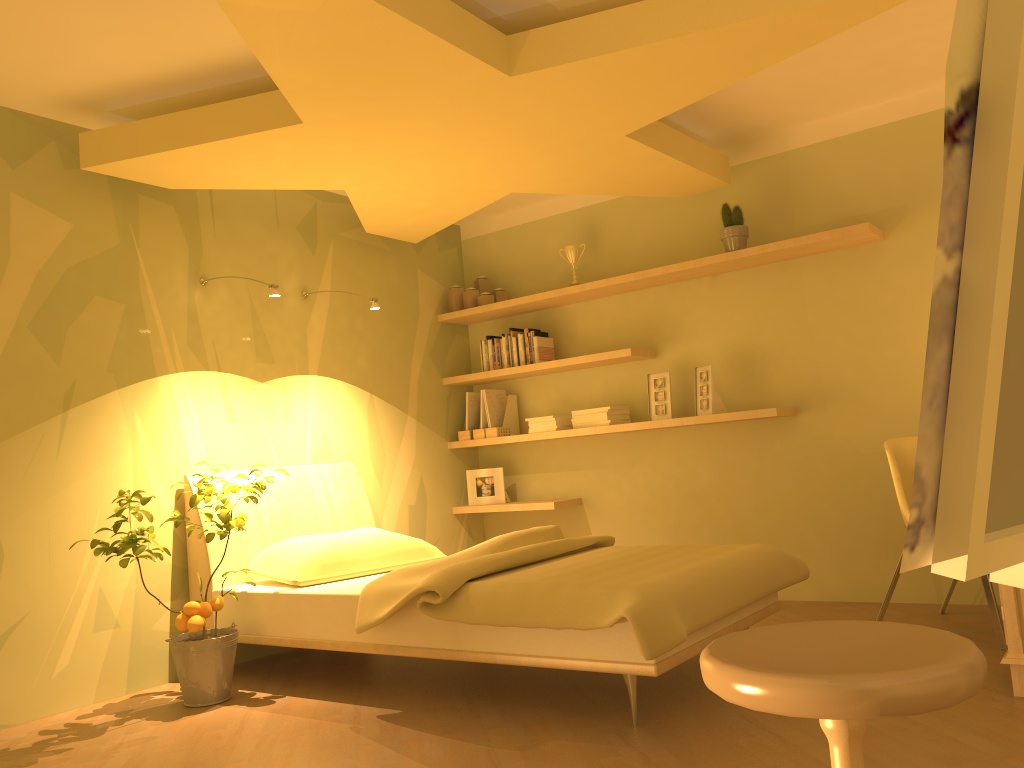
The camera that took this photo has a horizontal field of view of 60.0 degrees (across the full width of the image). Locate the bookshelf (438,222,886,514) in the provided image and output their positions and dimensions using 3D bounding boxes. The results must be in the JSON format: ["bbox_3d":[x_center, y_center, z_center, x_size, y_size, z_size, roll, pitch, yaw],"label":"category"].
[{"bbox_3d":[0.721,0.032,4.880,2.605,1.240,0.300,-8,-6,36],"label":"bookshelf"}]

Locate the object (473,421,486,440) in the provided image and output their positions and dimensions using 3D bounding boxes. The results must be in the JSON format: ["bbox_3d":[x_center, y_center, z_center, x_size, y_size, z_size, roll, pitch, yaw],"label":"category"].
[{"bbox_3d":[-0.141,0.210,5.495,0.087,0.259,0.236,-8,-6,35],"label":"object"}]

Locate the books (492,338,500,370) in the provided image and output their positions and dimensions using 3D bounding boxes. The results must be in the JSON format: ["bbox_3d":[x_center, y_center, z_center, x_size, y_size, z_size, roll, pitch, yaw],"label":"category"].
[{"bbox_3d":[-0.063,-0.175,5.450,0.032,0.203,0.157,-8,-6,36],"label":"books"}]

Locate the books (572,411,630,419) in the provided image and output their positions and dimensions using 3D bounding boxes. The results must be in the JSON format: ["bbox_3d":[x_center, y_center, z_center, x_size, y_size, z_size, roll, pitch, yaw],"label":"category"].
[{"bbox_3d":[0.503,0.177,5.024,0.190,0.015,0.270,0,-7,-41],"label":"books"}]

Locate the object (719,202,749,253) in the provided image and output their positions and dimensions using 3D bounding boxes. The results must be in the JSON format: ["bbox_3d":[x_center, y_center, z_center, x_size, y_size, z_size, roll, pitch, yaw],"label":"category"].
[{"bbox_3d":[1.140,-0.805,4.563,0.145,0.294,0.145,-6,-5,17],"label":"object"}]

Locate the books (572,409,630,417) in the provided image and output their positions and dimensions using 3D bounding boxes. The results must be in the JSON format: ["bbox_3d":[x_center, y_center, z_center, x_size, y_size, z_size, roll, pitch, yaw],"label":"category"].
[{"bbox_3d":[0.505,0.164,5.047,0.190,0.015,0.270,0,-7,-44],"label":"books"}]

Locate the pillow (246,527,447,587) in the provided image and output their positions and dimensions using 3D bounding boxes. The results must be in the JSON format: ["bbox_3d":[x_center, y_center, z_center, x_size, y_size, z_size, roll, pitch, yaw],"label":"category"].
[{"bbox_3d":[-0.743,0.780,4.037,0.801,0.213,0.482,0,-7,-44],"label":"pillow"}]

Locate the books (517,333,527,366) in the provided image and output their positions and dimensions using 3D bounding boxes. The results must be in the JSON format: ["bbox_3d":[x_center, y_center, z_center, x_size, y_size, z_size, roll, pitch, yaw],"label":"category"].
[{"bbox_3d":[0.096,-0.199,5.336,0.040,0.203,0.157,-8,-6,36],"label":"books"}]

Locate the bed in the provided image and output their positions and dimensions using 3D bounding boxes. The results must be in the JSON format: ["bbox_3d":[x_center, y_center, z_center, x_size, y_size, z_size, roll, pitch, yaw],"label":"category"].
[{"bbox_3d":[-0.188,0.712,3.624,2.378,0.894,1.286,-8,-6,35],"label":"bed"}]

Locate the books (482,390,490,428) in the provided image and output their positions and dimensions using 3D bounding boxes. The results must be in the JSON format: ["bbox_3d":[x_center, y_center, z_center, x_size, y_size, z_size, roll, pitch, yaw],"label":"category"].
[{"bbox_3d":[-0.091,0.182,5.454,0.036,0.296,0.210,-8,-6,36],"label":"books"}]

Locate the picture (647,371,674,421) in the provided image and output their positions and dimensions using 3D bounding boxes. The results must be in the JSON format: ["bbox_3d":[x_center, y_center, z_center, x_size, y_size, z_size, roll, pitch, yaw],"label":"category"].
[{"bbox_3d":[0.837,0.070,4.860,0.134,0.264,0.171,-8,-6,35],"label":"picture"}]

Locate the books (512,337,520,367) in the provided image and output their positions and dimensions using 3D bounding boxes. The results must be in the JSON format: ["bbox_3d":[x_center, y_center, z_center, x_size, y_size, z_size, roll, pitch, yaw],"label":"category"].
[{"bbox_3d":[0.063,-0.185,5.349,0.032,0.184,0.173,-8,-6,36],"label":"books"}]

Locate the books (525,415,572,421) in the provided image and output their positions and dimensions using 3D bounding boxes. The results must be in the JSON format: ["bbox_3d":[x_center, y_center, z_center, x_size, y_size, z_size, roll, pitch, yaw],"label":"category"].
[{"bbox_3d":[0.230,0.202,5.223,0.190,0.015,0.270,-8,-6,33],"label":"books"}]

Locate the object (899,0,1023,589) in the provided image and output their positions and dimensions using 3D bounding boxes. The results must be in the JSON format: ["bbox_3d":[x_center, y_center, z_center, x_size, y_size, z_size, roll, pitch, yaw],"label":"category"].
[{"bbox_3d":[0.876,-0.076,0.735,1.132,1.896,0.972,-6,-5,18],"label":"object"}]

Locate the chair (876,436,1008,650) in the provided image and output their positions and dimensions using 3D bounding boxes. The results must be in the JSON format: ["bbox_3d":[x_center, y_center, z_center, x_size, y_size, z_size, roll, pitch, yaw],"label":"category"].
[{"bbox_3d":[1.807,0.595,3.586,0.531,0.785,0.546,-1,-6,-34],"label":"chair"}]

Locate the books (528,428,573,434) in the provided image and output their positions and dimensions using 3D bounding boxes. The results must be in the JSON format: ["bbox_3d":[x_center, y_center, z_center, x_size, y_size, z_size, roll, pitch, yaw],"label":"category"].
[{"bbox_3d":[0.250,0.275,5.218,0.190,0.015,0.270,-8,-6,35],"label":"books"}]

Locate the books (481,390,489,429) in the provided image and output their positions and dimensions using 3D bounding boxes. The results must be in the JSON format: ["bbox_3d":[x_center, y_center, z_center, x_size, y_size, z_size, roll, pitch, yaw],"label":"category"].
[{"bbox_3d":[-0.126,0.187,5.482,0.048,0.297,0.214,-8,-6,35],"label":"books"}]

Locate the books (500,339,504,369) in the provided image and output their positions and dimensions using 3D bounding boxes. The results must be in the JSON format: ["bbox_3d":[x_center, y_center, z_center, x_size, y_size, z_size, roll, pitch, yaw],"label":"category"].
[{"bbox_3d":[-0.017,-0.176,5.423,0.032,0.193,0.146,-8,-6,36],"label":"books"}]

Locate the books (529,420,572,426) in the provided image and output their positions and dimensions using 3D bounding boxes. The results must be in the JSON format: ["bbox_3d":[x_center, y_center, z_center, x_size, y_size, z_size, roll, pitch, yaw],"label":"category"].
[{"bbox_3d":[0.251,0.230,5.216,0.190,0.015,0.270,-8,-6,35],"label":"books"}]

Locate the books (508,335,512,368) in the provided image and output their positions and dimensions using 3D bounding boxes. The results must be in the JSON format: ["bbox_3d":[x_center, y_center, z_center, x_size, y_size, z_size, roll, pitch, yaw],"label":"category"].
[{"bbox_3d":[0.030,-0.189,5.384,0.017,0.203,0.155,-8,-6,36],"label":"books"}]

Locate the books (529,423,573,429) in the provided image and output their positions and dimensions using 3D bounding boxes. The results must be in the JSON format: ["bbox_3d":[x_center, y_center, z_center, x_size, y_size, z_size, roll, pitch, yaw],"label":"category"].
[{"bbox_3d":[0.257,0.245,5.219,0.190,0.015,0.270,-9,-6,36],"label":"books"}]

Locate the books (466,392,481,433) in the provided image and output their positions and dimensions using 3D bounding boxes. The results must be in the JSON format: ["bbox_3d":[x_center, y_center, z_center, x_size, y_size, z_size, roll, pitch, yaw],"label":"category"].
[{"bbox_3d":[-0.227,0.202,5.556,0.048,0.297,0.214,-8,-6,30],"label":"books"}]

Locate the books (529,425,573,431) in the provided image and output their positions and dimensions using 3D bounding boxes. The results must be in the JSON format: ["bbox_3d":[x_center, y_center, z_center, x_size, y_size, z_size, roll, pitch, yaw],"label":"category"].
[{"bbox_3d":[0.249,0.261,5.219,0.190,0.015,0.270,-8,-6,32],"label":"books"}]

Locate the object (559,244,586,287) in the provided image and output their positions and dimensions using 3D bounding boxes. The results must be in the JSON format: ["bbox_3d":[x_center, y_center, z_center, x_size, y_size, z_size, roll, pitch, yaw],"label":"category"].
[{"bbox_3d":[0.363,-0.672,5.175,0.160,0.268,0.095,-5,-5,6],"label":"object"}]

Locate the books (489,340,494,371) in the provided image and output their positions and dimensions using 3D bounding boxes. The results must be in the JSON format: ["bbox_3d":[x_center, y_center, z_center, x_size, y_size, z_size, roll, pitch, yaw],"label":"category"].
[{"bbox_3d":[-0.085,-0.169,5.466,0.022,0.198,0.157,-8,-6,36],"label":"books"}]

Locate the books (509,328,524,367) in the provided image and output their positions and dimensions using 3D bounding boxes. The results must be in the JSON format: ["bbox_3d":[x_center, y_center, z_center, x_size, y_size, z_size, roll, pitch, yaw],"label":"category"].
[{"bbox_3d":[0.043,-0.213,5.374,0.021,0.247,0.157,-8,-6,36],"label":"books"}]

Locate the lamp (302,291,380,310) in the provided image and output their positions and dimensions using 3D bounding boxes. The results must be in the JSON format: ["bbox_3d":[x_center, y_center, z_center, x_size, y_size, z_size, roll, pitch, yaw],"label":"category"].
[{"bbox_3d":[-0.879,-0.433,4.540,0.533,0.178,0.050,-8,-6,36],"label":"lamp"}]

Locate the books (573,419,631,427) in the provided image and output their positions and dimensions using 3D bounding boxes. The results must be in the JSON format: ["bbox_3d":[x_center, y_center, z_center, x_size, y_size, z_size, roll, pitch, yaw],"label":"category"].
[{"bbox_3d":[0.508,0.222,5.028,0.270,0.015,0.190,-10,-7,43],"label":"books"}]

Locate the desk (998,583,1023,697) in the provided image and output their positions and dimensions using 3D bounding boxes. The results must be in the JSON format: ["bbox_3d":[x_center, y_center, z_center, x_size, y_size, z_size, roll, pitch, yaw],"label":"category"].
[{"bbox_3d":[2.117,0.555,3.048,0.684,0.720,1.396,-8,-6,36],"label":"desk"}]

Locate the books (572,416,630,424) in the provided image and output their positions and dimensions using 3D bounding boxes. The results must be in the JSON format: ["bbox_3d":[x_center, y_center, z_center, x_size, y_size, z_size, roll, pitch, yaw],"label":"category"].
[{"bbox_3d":[0.503,0.207,5.021,0.190,0.015,0.270,0,-7,-42],"label":"books"}]

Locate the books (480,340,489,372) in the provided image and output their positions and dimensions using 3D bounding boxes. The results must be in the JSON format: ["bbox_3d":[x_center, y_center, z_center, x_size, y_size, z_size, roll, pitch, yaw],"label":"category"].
[{"bbox_3d":[-0.136,-0.164,5.502,0.040,0.203,0.157,-8,-6,36],"label":"books"}]

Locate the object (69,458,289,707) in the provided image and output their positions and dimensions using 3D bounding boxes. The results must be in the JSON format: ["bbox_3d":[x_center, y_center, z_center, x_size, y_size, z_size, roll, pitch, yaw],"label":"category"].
[{"bbox_3d":[-1.244,0.754,3.397,0.372,0.944,0.828,-8,-6,29],"label":"object"}]

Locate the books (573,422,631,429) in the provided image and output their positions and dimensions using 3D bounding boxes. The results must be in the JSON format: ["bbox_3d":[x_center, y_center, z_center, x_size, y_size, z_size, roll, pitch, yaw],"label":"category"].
[{"bbox_3d":[0.509,0.237,5.027,0.190,0.015,0.270,0,-7,-44],"label":"books"}]

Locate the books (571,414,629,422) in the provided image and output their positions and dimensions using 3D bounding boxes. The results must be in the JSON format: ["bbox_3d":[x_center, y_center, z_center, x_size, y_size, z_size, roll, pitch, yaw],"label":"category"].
[{"bbox_3d":[0.499,0.193,5.028,0.190,0.015,0.270,0,-7,-44],"label":"books"}]

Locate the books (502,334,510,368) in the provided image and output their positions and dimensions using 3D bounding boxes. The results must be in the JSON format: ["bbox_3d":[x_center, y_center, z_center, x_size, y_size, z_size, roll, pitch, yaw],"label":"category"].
[{"bbox_3d":[0.005,-0.192,5.396,0.038,0.217,0.166,-8,-6,36],"label":"books"}]

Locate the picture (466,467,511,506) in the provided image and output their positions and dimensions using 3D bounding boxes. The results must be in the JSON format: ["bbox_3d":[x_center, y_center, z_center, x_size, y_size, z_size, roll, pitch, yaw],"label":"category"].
[{"bbox_3d":[-0.150,0.632,5.478,0.247,0.219,0.131,-6,-5,13],"label":"picture"}]

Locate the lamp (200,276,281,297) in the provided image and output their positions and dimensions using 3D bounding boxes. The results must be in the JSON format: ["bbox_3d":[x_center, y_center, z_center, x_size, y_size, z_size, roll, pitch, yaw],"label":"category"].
[{"bbox_3d":[-1.242,-0.447,4.040,0.533,0.178,0.050,-8,-6,36],"label":"lamp"}]

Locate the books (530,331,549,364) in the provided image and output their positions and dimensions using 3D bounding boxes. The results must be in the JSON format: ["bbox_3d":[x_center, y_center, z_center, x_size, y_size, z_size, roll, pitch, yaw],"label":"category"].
[{"bbox_3d":[0.168,-0.209,5.283,0.032,0.203,0.157,-8,-6,36],"label":"books"}]

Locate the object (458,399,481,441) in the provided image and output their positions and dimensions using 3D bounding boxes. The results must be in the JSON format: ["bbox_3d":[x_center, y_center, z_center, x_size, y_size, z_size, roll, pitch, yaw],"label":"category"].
[{"bbox_3d":[-0.244,0.225,5.568,0.087,0.259,0.236,-8,-6,30],"label":"object"}]

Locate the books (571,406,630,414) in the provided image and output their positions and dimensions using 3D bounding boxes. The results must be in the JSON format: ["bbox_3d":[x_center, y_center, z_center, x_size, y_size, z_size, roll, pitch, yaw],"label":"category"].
[{"bbox_3d":[0.502,0.148,5.035,0.270,0.015,0.190,-9,-7,41],"label":"books"}]

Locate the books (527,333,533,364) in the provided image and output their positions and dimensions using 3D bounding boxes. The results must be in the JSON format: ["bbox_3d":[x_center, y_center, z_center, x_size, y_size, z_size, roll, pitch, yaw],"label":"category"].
[{"bbox_3d":[0.146,-0.203,5.299,0.022,0.198,0.157,-8,-6,36],"label":"books"}]

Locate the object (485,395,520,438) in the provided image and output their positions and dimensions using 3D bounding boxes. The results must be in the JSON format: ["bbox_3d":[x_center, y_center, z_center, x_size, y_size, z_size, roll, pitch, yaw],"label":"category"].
[{"bbox_3d":[-0.064,0.199,5.439,0.087,0.259,0.236,-8,-6,36],"label":"object"}]

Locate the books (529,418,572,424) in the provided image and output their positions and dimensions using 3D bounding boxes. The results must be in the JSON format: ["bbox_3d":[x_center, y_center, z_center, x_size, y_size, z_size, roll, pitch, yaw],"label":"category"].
[{"bbox_3d":[0.254,0.215,5.224,0.190,0.015,0.270,-9,-6,37],"label":"books"}]

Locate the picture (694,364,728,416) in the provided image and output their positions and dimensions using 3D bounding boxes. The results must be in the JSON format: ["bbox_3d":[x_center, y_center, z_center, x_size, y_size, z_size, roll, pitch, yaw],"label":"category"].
[{"bbox_3d":[1.056,0.033,4.650,0.171,0.264,0.134,-2,-6,-28],"label":"picture"}]

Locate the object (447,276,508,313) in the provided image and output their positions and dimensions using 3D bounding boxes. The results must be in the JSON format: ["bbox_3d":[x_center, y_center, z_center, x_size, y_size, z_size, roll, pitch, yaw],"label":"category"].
[{"bbox_3d":[-0.218,-0.569,5.565,0.349,0.229,0.234,-9,-6,37],"label":"object"}]

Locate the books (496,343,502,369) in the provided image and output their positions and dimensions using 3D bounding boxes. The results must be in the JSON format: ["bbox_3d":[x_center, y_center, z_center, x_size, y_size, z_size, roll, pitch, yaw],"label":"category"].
[{"bbox_3d":[-0.040,-0.163,5.433,0.021,0.172,0.157,-8,-6,36],"label":"books"}]

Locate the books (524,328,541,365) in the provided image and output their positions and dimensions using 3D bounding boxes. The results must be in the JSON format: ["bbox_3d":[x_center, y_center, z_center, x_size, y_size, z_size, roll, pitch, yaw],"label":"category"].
[{"bbox_3d":[0.129,-0.215,5.323,0.032,0.229,0.138,-8,-6,36],"label":"books"}]

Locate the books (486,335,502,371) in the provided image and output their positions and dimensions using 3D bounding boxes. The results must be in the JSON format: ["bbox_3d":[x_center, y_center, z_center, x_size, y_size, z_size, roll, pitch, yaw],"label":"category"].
[{"bbox_3d":[-0.102,-0.181,5.490,0.032,0.229,0.138,-8,-6,36],"label":"books"}]

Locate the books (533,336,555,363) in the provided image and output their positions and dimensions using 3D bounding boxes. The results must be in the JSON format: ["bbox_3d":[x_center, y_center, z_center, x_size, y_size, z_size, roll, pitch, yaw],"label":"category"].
[{"bbox_3d":[0.189,-0.194,5.255,0.032,0.163,0.178,-8,-6,36],"label":"books"}]

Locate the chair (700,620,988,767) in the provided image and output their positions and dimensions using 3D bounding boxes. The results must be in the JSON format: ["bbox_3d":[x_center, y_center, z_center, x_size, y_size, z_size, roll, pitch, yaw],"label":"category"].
[{"bbox_3d":[0.439,0.613,1.138,0.348,0.551,0.364,0,-7,-43],"label":"chair"}]

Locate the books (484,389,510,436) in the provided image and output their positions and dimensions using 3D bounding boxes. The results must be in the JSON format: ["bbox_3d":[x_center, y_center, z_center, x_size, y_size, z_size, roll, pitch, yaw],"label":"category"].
[{"bbox_3d":[-0.082,0.181,5.453,0.043,0.296,0.210,-8,-6,36],"label":"books"}]
